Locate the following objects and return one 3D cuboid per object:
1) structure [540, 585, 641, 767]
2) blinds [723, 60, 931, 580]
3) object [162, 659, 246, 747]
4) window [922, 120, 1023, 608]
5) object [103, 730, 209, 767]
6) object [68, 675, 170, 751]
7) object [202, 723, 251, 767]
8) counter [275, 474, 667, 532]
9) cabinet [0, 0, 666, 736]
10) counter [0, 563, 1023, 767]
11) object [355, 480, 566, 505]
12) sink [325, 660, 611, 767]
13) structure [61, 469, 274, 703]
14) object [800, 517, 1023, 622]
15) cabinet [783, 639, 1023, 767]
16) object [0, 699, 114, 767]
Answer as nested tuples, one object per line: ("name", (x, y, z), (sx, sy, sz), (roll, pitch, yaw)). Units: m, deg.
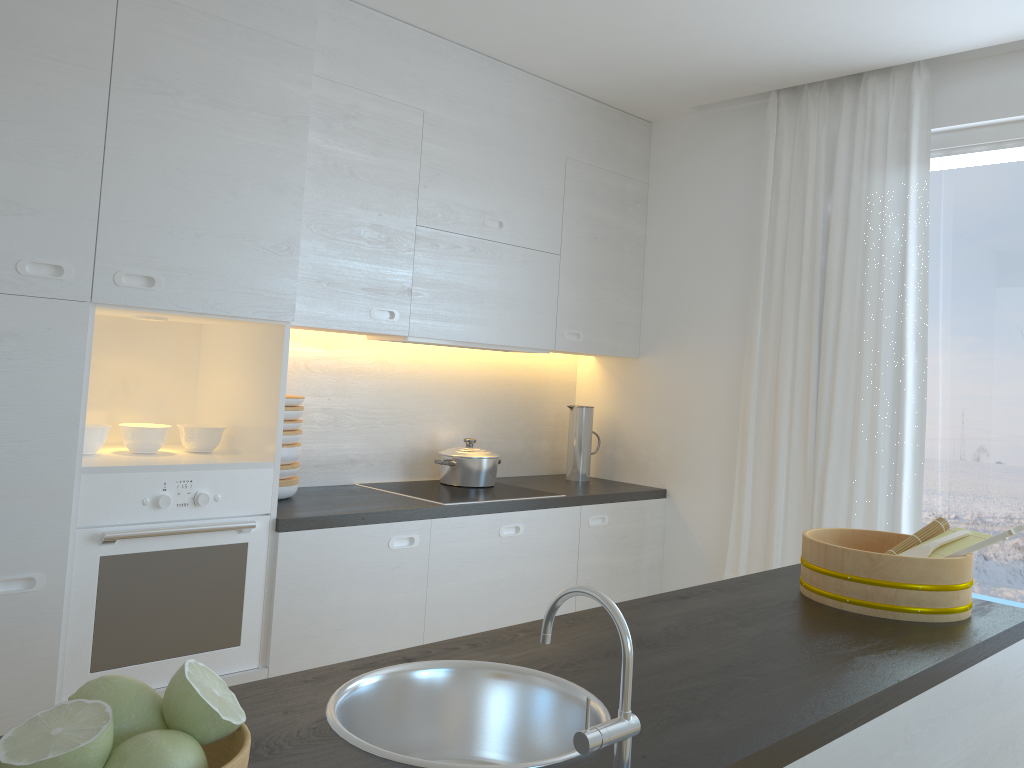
("structure", (0.073, 0.365, 1.102), (0.096, 0.216, 0.162), (6, -3, -44))
("blinds", (1.239, -0.215, 3.512), (0.795, 2.167, 0.149), (1, -4, 45))
("object", (-0.280, 0.291, 0.808), (0.074, 0.072, 0.077), (4, -1, -20))
("window", (2.312, 0.043, 2.678), (0.088, 1.923, 2.729), (7, -3, -45))
("object", (-0.300, 0.334, 0.743), (0.081, 0.086, 0.097), (3, -1, 10))
("object", (-0.356, 0.315, 0.801), (0.102, 0.099, 0.086), (4, -2, -24))
("object", (-0.335, 0.380, 0.757), (0.205, 0.142, 0.205), (3, -1, 7))
("counter", (-0.208, 0.453, 3.598), (1.995, 0.040, 0.601), (3, 1, -45))
("cabinet", (-0.570, 0.113, 3.152), (3.192, 2.307, 0.481), (4, -3, -45))
("counter", (0.186, 0.497, 1.459), (2.394, 0.040, 0.601), (3, 1, -45))
("object", (-0.206, 0.435, 3.604), (0.652, 0.013, 0.562), (3, 1, -45))
("sink", (-0.065, 0.537, 1.260), (0.404, 0.157, 0.403), (4, 0, -3))
("structure", (-0.937, 0.545, 2.478), (0.559, 0.598, 0.049), (5, -3, -45))
("object", (0.914, 0.410, 2.121), (0.429, 0.215, 0.378), (4, 0, -16))
("cabinet", (0.156, 0.972, 1.433), (2.394, 0.912, 0.601), (4, -1, -45))
("object", (-0.369, 0.301, 0.714), (0.083, 0.065, 0.086), (4, -1, -32))
